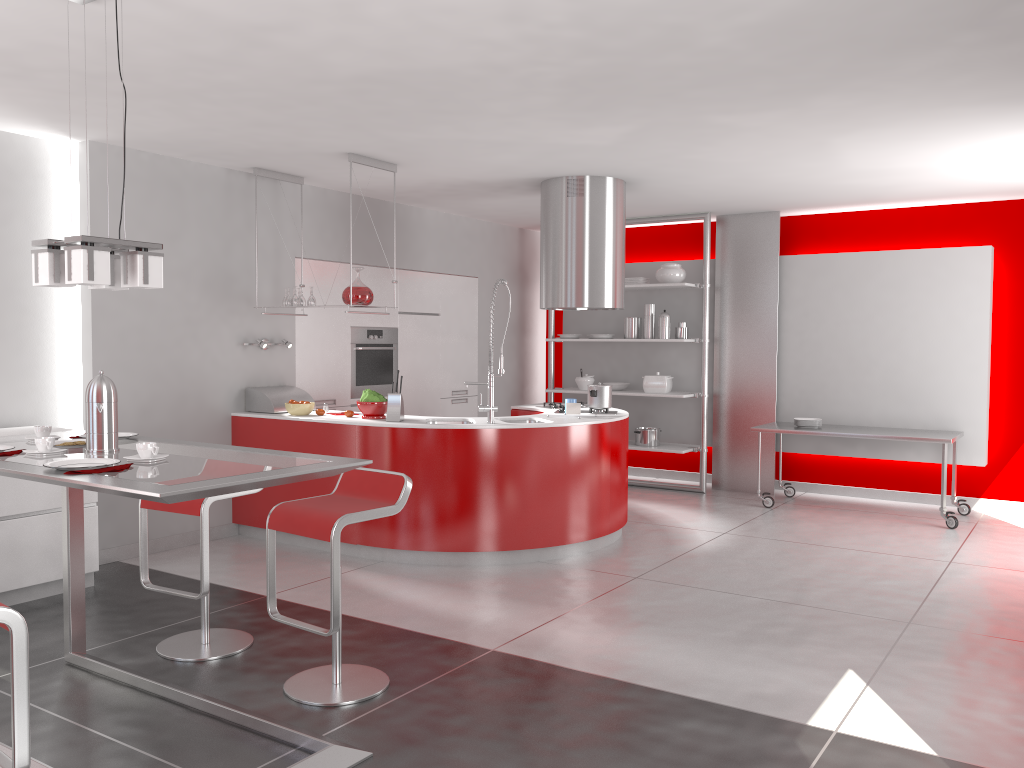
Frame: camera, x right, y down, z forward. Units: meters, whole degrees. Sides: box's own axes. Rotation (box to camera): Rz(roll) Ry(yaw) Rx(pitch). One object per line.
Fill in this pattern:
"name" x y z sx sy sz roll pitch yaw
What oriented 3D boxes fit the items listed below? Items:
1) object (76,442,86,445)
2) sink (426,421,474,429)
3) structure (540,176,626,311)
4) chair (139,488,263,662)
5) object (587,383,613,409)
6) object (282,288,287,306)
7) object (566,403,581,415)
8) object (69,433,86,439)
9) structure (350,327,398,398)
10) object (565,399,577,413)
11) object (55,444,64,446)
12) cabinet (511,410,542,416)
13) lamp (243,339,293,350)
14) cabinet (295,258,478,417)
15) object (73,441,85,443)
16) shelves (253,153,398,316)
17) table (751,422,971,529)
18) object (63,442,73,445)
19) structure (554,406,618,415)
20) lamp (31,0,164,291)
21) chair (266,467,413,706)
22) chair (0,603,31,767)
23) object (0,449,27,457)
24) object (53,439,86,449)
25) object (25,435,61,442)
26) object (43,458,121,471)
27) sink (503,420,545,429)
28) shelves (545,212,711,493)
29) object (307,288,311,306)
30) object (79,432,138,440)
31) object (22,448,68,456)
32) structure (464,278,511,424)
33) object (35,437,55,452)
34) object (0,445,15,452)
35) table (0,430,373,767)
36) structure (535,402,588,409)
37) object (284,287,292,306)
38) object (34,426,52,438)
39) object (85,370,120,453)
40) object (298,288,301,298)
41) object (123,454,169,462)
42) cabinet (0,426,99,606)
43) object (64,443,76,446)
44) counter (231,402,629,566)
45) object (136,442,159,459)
"object" -1.588 0.218 3.267 0.034 0.006 0.036 -1 3 -33
"sink" -0.401 0.346 5.767 0.326 0.172 0.428 0 3 -6
"structure" 0.538 -1.045 6.752 0.644 0.958 0.644 0 3 0
"chair" -1.389 0.767 4.055 0.418 0.857 0.460 2 3 29
"object" 0.644 0.083 6.511 0.189 0.185 0.218 0 3 -4
"object" -1.612 -0.614 6.328 0.060 0.141 0.060 2 3 33
"object" 0.422 0.169 6.102 0.100 0.080 0.109 1 3 3
"object" -1.715 0.208 3.609 0.095 0.012 0.234 2 3 33
"structure" -1.153 -0.185 7.545 0.050 0.589 0.599 2 3 33
"object" 0.413 0.154 6.231 0.080 0.100 0.109 1 3 6
"object" -1.650 0.225 3.248 0.036 0.006 0.034 1 3 12
"cabinet" -0.651 0.612 6.517 1.875 0.761 1.025 0 3 -11
"lamp" -1.763 -0.291 6.496 0.155 0.081 0.454 2 3 33
"cabinet" -1.253 -0.002 7.978 0.614 2.026 2.398 2 3 33
"object" -1.612 0.216 3.301 0.034 0.006 0.036 1 3 22
"shelves" -1.296 -0.994 6.145 0.934 1.023 0.462 2 3 33
"table" 2.898 0.722 7.420 1.627 0.682 0.749 2 3 35
"object" -1.635 0.218 3.265 0.034 0.006 0.036 -1 3 -20
"structure" 0.546 0.192 6.534 0.457 0.037 0.303 1 3 8
"lamp" -1.429 -0.848 3.051 0.304 1.025 0.304 2 3 33
"chair" -0.694 0.793 3.591 0.418 0.857 0.460 2 3 38
"chair" -1.504 0.853 2.204 0.418 0.857 0.460 3 4 41
"object" -1.725 0.237 2.984 0.095 0.012 0.234 2 3 32
"object" -1.620 0.222 3.267 0.217 0.015 0.217 -1 3 -19
"object" -1.825 0.213 3.451 0.119 0.016 0.119 -2 3 -37
"object" -1.321 0.249 2.729 0.217 0.015 0.217 -1 3 -33
"sink" 0.076 0.345 5.865 0.326 0.172 0.428 0 3 -18
"shelves" 1.098 -0.307 8.678 1.735 2.599 0.535 2 3 33
"object" -1.425 -0.611 6.300 0.060 0.141 0.060 2 3 33
"object" -1.604 0.210 3.528 0.217 0.015 0.217 -1 3 -20
"object" -1.604 0.233 3.047 0.119 0.016 0.119 2 3 31
"structure" -0.139 -0.213 5.646 0.308 0.920 0.178 0 3 -13
"object" -1.602 0.210 3.039 0.062 0.049 0.078 0 3 -17
"object" -1.839 0.231 3.062 0.217 0.015 0.217 1 3 9
"table" -1.394 0.740 3.094 1.700 1.000 0.800 2 3 33
"structure" 0.452 0.166 7.060 0.457 0.037 0.303 -1 3 -27
"object" -1.571 -0.609 6.242 0.060 0.141 0.060 1 3 10
"object" -1.831 0.189 3.454 0.078 0.049 0.062 2 3 33
"object" -1.460 0.093 3.140 0.149 0.287 0.113 3 4 41
"object" -1.520 -0.613 6.333 0.060 0.141 0.060 2 3 33
"object" -1.196 0.243 2.902 0.119 0.016 0.119 1 3 13
"cabinet" -3.075 0.729 4.396 0.610 0.880 1.802 2 3 33
"object" -1.610 0.220 3.232 0.036 0.006 0.034 -2 4 -45
"counter" -0.449 0.654 6.336 2.865 0.880 1.868 -1 3 -23
"object" -1.192 0.219 2.895 0.062 0.049 0.078 -1 3 -34
